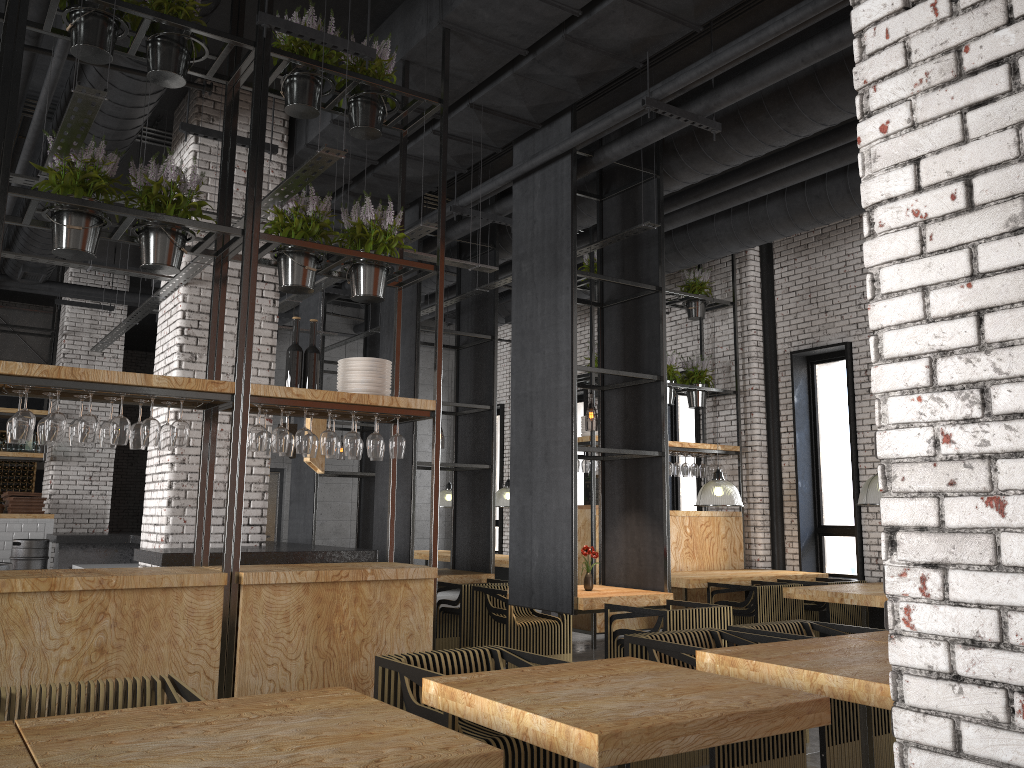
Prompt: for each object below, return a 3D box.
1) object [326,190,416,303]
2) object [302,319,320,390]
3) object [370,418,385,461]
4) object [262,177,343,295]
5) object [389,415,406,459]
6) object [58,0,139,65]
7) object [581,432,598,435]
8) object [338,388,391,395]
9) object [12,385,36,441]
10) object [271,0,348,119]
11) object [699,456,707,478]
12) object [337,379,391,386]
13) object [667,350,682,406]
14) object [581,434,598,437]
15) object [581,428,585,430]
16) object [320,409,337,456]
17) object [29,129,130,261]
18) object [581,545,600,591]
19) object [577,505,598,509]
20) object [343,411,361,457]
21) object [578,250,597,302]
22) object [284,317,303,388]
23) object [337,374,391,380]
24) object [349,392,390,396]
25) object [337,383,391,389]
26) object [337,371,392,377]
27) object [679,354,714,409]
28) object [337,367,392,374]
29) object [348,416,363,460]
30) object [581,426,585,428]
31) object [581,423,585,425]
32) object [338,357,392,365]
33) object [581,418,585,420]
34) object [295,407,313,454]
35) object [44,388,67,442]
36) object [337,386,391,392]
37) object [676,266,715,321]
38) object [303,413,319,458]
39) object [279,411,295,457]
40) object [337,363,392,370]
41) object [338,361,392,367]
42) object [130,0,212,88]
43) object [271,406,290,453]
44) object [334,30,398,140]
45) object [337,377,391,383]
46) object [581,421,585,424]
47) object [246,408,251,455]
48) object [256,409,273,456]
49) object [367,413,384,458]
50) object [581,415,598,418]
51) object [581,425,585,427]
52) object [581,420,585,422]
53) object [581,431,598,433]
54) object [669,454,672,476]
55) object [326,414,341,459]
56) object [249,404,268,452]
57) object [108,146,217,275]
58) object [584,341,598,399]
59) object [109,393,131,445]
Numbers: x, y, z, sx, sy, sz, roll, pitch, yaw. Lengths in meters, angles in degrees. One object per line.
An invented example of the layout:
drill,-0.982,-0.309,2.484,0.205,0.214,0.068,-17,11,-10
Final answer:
object,-0.900,-0.808,5.627,0.466,0.561,0.415,8,-12,-39
object,-1.205,-0.156,5.338,0.098,0.473,0.098,-3,-10,18
object,-0.856,0.352,5.622,0.101,0.268,0.100,-3,-10,19
object,-1.306,-0.843,5.419,0.467,0.561,0.415,5,-10,-25
object,-0.696,0.319,5.387,0.101,0.268,0.100,-3,-10,19
object,-2.285,-2.070,4.886,0.416,0.561,0.466,3,-9,-15
object,0.940,0.574,9.951,0.334,0.046,0.334,-6,-11,36
object,-0.919,0.068,5.497,0.334,0.046,0.334,-6,-11,36
object,-2.356,0.137,4.287,0.101,0.268,0.100,4,-10,-20
object,-1.292,-1.962,5.540,0.416,0.561,0.466,-5,-10,29
object,2.373,1.032,11.012,0.101,0.268,0.100,1,-9,-3
object,-0.918,0.011,5.506,0.334,0.039,0.334,-3,-9,22
object,1.837,-0.022,10.709,0.416,0.561,0.466,-1,-9,12
object,0.941,0.594,9.947,0.335,0.033,0.333,0,-9,4
object,0.941,0.517,9.960,0.334,0.039,0.334,-3,-9,22
object,-1.062,0.278,5.144,0.101,0.268,0.100,-3,-10,19
object,-2.311,-0.956,4.733,0.467,0.561,0.415,0,-9,5
object,0.634,1.490,7.193,0.156,0.356,0.170,-2,-10,14
object,0.904,1.375,9.857,0.411,0.050,0.410,6,-10,-34
object,-0.940,0.292,5.225,0.101,0.268,0.100,-3,-10,19
object,1.026,-1.219,10.349,0.416,0.561,0.466,-5,-11,30
object,-1.294,-0.165,5.278,0.098,0.473,0.098,-3,-10,18
object,-0.918,-0.024,5.511,0.334,0.039,0.334,5,-9,-26
object,-0.919,0.088,5.493,0.334,0.033,0.334,5,-9,-25
object,-0.918,0.030,5.502,0.334,0.040,0.333,-2,-9,20
object,-0.918,-0.044,5.514,0.334,0.043,0.334,-6,-11,39
object,2.276,0.019,10.950,0.416,0.561,0.466,3,-9,-14
object,-0.918,-0.063,5.519,0.334,0.041,0.334,-3,-9,25
object,-0.978,0.339,5.541,0.101,0.268,0.100,-3,-10,19
object,0.942,0.498,9.962,0.334,0.041,0.333,2,-9,-12
object,0.942,0.463,9.968,0.334,0.043,0.334,-6,-11,39
object,-0.917,-0.120,5.528,0.334,0.039,0.334,-4,-10,30
object,0.942,0.405,9.978,0.334,0.039,0.334,-5,-10,31
object,-1.185,0.265,5.063,0.101,0.268,0.100,-3,-10,19
object,-2.241,0.149,4.363,0.101,0.268,0.100,4,-10,-20
object,-0.918,0.049,5.499,0.334,0.037,0.334,-3,-9,22
object,2.310,-1.089,11.127,0.416,0.561,0.466,5,-10,-24
object,-1.222,0.312,5.379,0.101,0.268,0.100,-3,-10,19
object,-1.345,0.298,5.298,0.101,0.268,0.100,-3,-10,19
object,-0.918,-0.082,5.522,0.334,0.044,0.334,-4,-10,26
object,-0.917,-0.101,5.524,0.334,0.039,0.334,-5,-10,31
object,-1.988,-2.028,5.144,0.416,0.561,0.466,8,-12,-39
object,-1.299,0.252,4.987,0.101,0.268,0.100,0,-9,3
object,-0.960,-1.913,5.840,0.416,0.561,0.466,2,-9,-9
object,-0.918,-0.009,5.508,0.334,0.041,0.333,2,-9,-12
object,0.942,0.444,9.973,0.334,0.041,0.334,-3,-9,25
object,-1.565,0.274,5.151,0.101,0.268,0.100,0,-9,3
object,-1.459,0.286,5.222,0.101,0.268,0.100,0,-9,3
object,-0.818,0.305,5.306,0.101,0.268,0.100,-3,-10,19
object,0.943,0.386,9.982,0.334,0.039,0.334,-4,-10,30
object,0.942,0.482,9.965,0.334,0.039,0.334,5,-9,-26
object,0.942,0.424,9.976,0.334,0.044,0.334,-4,-10,26
object,0.942,0.556,9.953,0.334,0.037,0.334,-3,-9,22
object,1.884,0.978,10.688,0.101,0.268,0.100,0,-9,3
object,-1.100,0.325,5.460,0.101,0.268,0.100,-3,-10,19
object,-1.406,0.241,4.917,0.101,0.268,0.100,0,-9,3
object,-1.966,-0.913,4.996,0.416,0.561,0.466,-3,-10,23
object,1.047,-0.116,10.132,0.467,0.561,0.415,-3,-10,21
object,-1.997,0.176,4.525,0.101,0.268,0.100,4,-10,-20
